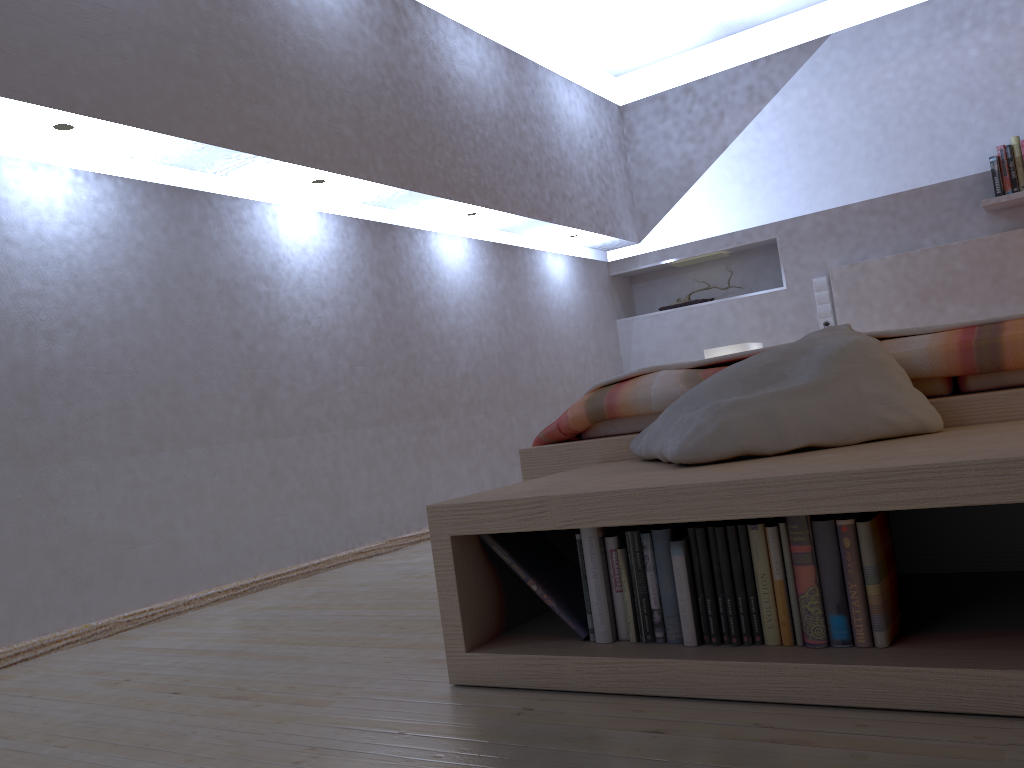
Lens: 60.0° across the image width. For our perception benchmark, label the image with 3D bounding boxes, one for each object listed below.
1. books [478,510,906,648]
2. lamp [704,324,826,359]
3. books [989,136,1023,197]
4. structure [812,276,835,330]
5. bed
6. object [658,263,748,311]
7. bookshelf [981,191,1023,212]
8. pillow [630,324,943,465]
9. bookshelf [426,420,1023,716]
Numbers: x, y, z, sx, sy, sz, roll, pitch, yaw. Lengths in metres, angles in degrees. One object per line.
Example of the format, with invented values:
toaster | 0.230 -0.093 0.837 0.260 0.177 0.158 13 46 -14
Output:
books | 0.255 0.302 1.422 0.652 0.193 0.157 -9 -3 33
lamp | 1.315 -0.011 4.622 0.684 0.515 0.318 -6 -3 -29
books | 2.333 -1.001 4.088 0.209 0.260 0.215 -9 -3 33
structure | 1.650 -0.422 4.686 0.077 0.286 0.034 -9 -3 33
bed | 1.610 -0.166 2.916 2.087 0.994 3.009 -9 -3 33
object | 1.120 -0.584 5.201 0.589 0.242 0.183 -9 -3 31
bookshelf | 2.599 -0.898 3.926 0.916 0.028 0.223 -9 -3 33
pillow | 0.502 0.015 1.761 0.498 0.241 0.470 -8 -3 -2
bookshelf | 0.668 0.241 1.367 1.495 0.303 0.643 -9 -3 33
